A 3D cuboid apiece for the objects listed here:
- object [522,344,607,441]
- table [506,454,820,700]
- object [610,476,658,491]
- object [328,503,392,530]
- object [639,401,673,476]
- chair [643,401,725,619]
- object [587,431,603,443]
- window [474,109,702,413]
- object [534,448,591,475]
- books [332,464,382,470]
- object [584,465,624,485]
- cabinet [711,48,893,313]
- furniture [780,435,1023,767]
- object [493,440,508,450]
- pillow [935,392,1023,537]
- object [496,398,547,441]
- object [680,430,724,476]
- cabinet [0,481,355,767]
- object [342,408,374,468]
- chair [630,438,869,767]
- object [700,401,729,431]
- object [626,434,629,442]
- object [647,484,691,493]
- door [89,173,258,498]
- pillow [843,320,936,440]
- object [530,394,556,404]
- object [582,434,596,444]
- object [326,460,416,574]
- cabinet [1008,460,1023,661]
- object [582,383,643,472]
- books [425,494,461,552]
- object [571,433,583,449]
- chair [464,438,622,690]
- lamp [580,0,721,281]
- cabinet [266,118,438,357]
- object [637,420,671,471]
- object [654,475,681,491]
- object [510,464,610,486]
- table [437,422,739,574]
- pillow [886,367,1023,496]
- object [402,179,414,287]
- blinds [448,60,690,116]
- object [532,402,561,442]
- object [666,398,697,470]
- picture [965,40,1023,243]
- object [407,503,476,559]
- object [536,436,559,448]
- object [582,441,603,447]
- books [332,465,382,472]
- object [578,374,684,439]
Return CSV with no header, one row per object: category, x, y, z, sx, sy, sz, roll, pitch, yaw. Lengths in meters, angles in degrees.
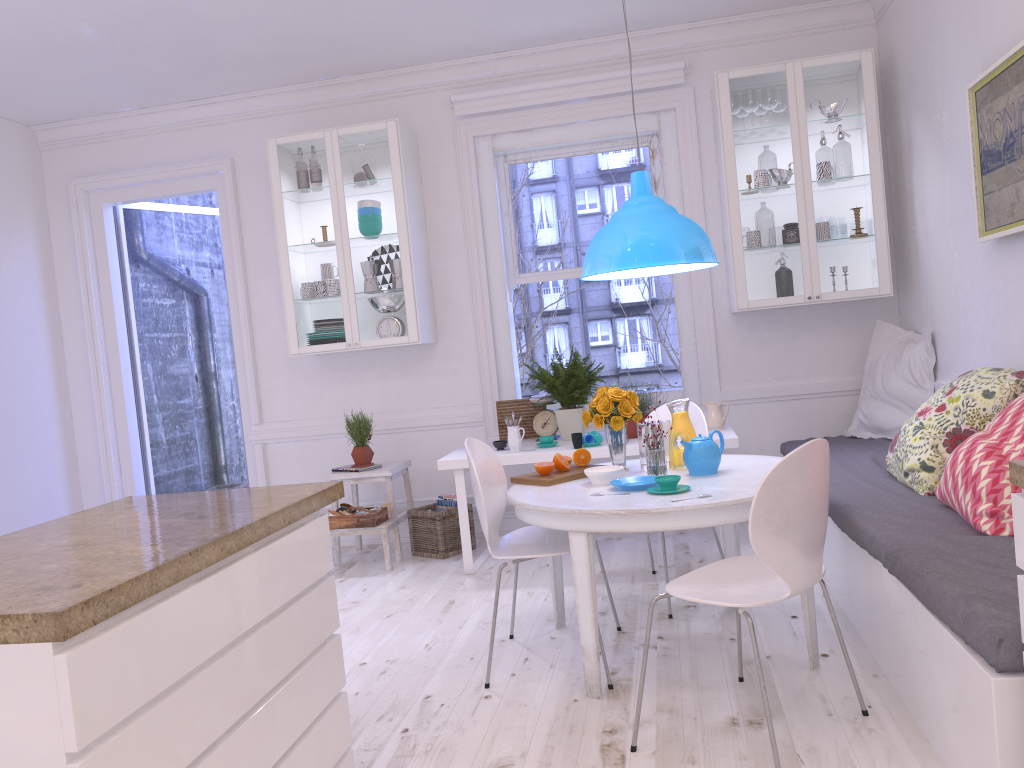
object,0.304,0.046,4.924,0.438,0.527,0.368,-5,2,10
table,0.574,0.660,3.285,1.140,0.629,1.140,-4,3,39
object,0.443,0.351,3.124,0.196,0.023,0.196,-6,2,-3
object,-0.863,0.737,4.996,0.358,0.110,0.211,-5,2,12
object,0.533,0.204,3.278,0.128,0.287,0.128,-5,2,12
chair,0.630,0.518,3.974,0.483,0.845,0.604,-7,3,-35
object,0.426,0.272,4.543,0.069,0.059,0.082,-6,2,-12
window,0.471,-0.702,5.513,1.234,1.782,0.181,-5,2,10
object,0.186,0.310,3.549,0.285,0.075,0.129,-8,3,-44
books,-0.916,0.490,5.233,0.246,0.007,0.180,-4,3,40
object,0.343,0.340,3.293,0.147,0.052,0.147,-7,3,-37
cabinet,1.600,-1.096,4.954,0.823,1.311,0.425,-5,2,10
furniture,1.608,0.614,3.400,0.769,0.508,3.296,-5,2,10
object,-0.062,0.330,4.763,0.079,0.048,0.082,-7,3,-30
pillow,1.601,0.212,2.715,0.491,0.424,0.587,-5,2,13
object,0.061,0.206,5.201,0.294,0.237,0.028,-5,2,10
object,0.707,0.254,3.278,0.156,0.151,0.150,-5,2,13
cabinet,-0.844,0.748,1.949,0.654,0.842,1.167,-5,2,10
object,-0.885,0.299,5.207,0.186,0.367,0.196,-7,3,-35
chair,0.670,0.575,2.521,0.483,0.845,0.604,-3,3,45
object,1.082,0.167,4.733,0.127,0.152,0.115,-6,2,-8
object,0.560,0.270,4.512,0.066,0.067,0.052,-5,2,11
object,0.527,0.355,2.980,0.147,0.011,0.147,-5,2,12
door,-2.147,-0.133,6.432,1.009,2.474,1.021,-5,2,10
pillow,2.057,-0.029,4.773,0.374,0.642,0.677,-6,3,-20
object,0.182,0.087,5.076,0.163,0.047,0.164,-7,3,-31
object,0.389,0.283,4.538,0.069,0.058,0.080,-6,2,-17
object,-0.840,0.767,5.204,0.418,0.534,0.599,-5,2,10
cabinet,1.260,0.572,1.212,0.654,0.842,1.036,-5,2,10
object,0.411,0.173,3.528,0.234,0.351,0.235,-7,3,-25
books,-0.407,0.823,5.235,0.221,0.306,0.205,-3,3,43
object,0.327,0.289,4.488,0.055,0.077,0.070,-4,3,35
chair,0.109,0.599,3.263,0.483,0.845,0.604,-5,2,10
lamp,0.463,-1.422,3.569,0.568,1.948,0.568,-3,3,44
cabinet,-0.970,-0.861,5.406,0.823,1.311,0.425,-5,2,10
object,0.566,0.242,3.497,0.101,0.186,0.122,-4,3,40
object,0.525,0.335,2.980,0.088,0.043,0.088,-5,2,17
object,0.195,0.359,3.525,0.347,0.024,0.224,-8,3,-40
table,0.448,0.614,4.808,1.514,0.619,0.736,-5,2,10
pillow,1.719,0.168,3.387,0.509,0.447,0.592,-5,2,15
object,-0.967,-0.863,5.427,0.811,0.651,0.376,-5,2,10
blinds,0.324,-1.753,5.286,1.451,0.131,0.136,-5,2,10
object,0.198,0.213,5.070,0.159,0.208,0.185,-5,2,10
object,0.662,0.194,3.451,0.094,0.267,0.116,-4,3,37
picture,1.780,-0.855,3.095,0.020,0.629,0.971,-5,2,10
object,-0.414,0.857,5.228,0.276,0.270,0.276,-3,3,43
object,0.185,0.305,4.687,0.121,0.055,0.121,-8,3,-39
object,0.407,0.307,4.540,0.121,0.021,0.121,-8,3,-39
books,-0.915,0.499,5.234,0.246,0.011,0.180,-4,3,40
object,0.648,0.118,4.772,0.668,0.367,0.531,-4,3,34
